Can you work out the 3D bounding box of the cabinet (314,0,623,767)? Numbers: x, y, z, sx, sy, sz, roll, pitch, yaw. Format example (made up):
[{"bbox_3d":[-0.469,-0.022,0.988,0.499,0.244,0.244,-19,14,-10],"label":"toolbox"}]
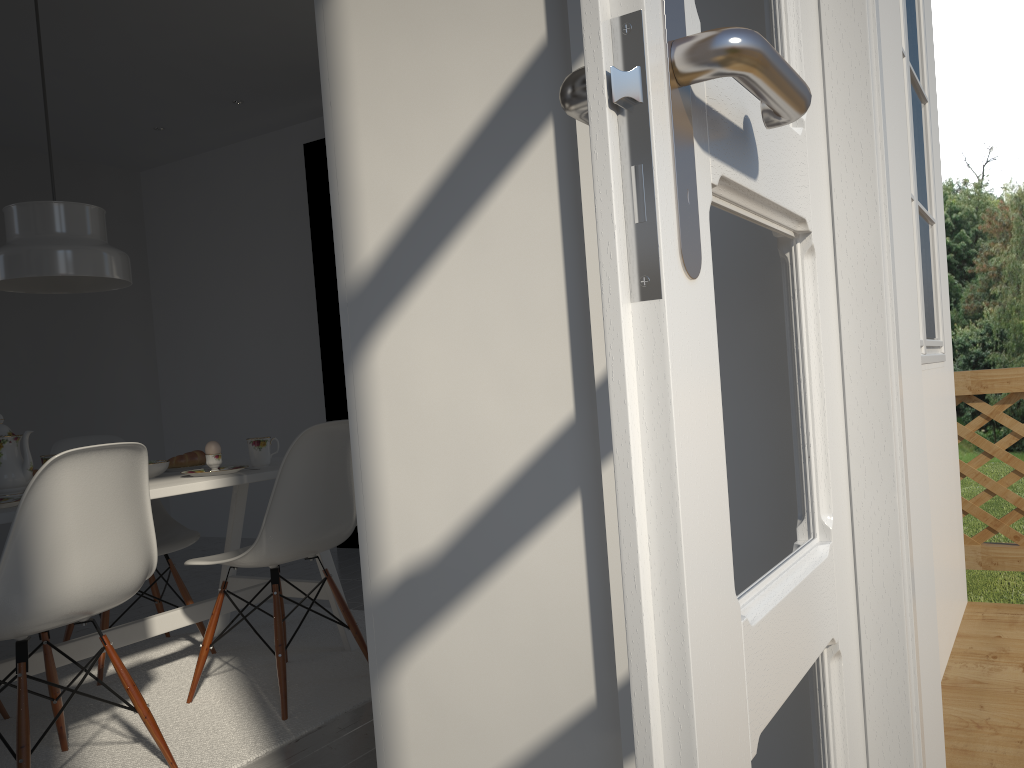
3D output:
[{"bbox_3d":[0.265,-0.204,2.031,0.513,2.099,1.375,-3,2,31],"label":"cabinet"}]

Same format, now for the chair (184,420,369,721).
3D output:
[{"bbox_3d":[-0.682,0.519,2.644,0.543,0.801,0.464,-4,1,31],"label":"chair"}]

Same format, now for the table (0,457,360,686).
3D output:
[{"bbox_3d":[-1.252,0.632,2.552,0.815,0.661,1.822,-4,0,31],"label":"table"}]

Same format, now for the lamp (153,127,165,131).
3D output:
[{"bbox_3d":[-2.118,-1.541,5.315,0.064,0.030,0.064,-4,0,19],"label":"lamp"}]

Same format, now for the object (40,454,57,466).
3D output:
[{"bbox_3d":[-1.439,0.270,2.792,0.078,0.095,0.091,-5,1,-22],"label":"object"}]

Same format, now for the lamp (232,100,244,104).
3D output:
[{"bbox_3d":[-1.535,-1.588,4.957,0.064,0.030,0.064,-4,0,19],"label":"lamp"}]

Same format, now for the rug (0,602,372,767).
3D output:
[{"bbox_3d":[-1.203,0.962,2.600,1.428,0.004,2.305,-5,0,31],"label":"rug"}]

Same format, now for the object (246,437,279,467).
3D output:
[{"bbox_3d":[-0.820,0.223,2.900,0.091,0.095,0.078,-4,1,18],"label":"object"}]

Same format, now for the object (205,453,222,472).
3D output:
[{"bbox_3d":[-0.912,0.242,2.715,0.048,0.057,0.048,-5,1,-18],"label":"object"}]

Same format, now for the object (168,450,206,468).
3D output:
[{"bbox_3d":[-1.105,0.256,3.016,0.124,0.058,0.161,-4,0,-4],"label":"object"}]

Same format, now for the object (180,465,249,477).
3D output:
[{"bbox_3d":[-0.910,0.268,2.715,0.200,0.016,0.201,-4,0,-14],"label":"object"}]

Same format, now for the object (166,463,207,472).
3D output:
[{"bbox_3d":[-1.119,0.287,3.024,0.158,0.016,0.158,-4,0,1],"label":"object"}]

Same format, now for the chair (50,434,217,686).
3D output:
[{"bbox_3d":[-1.378,0.576,3.131,0.464,0.801,0.543,-6,2,-44],"label":"chair"}]

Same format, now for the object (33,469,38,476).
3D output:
[{"bbox_3d":[-1.450,0.280,2.611,0.160,0.058,0.124,-4,0,-44],"label":"object"}]

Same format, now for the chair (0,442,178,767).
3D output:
[{"bbox_3d":[-1.065,0.545,2.012,0.543,0.801,0.464,-4,1,26],"label":"chair"}]

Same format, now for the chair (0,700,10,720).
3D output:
[{"bbox_3d":[-1.788,0.603,2.471,0.543,0.801,0.464,-4,1,21],"label":"chair"}]

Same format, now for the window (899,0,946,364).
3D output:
[{"bbox_3d":[1.275,-0.819,2.961,0.116,1.565,1.283,-3,1,31],"label":"window"}]

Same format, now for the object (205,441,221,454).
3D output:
[{"bbox_3d":[-0.915,0.204,2.713,0.048,0.063,0.048,-4,1,36],"label":"object"}]

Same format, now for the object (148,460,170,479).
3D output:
[{"bbox_3d":[-1.146,0.266,2.752,0.158,0.058,0.158,-4,0,21],"label":"object"}]

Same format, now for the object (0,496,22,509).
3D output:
[{"bbox_3d":[-1.262,0.292,2.136,0.201,0.016,0.200,-5,0,36],"label":"object"}]

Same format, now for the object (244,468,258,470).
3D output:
[{"bbox_3d":[-0.849,0.267,2.811,0.140,0.011,0.032,-5,0,28],"label":"object"}]

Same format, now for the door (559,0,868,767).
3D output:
[{"bbox_3d":[0.211,-0.324,0.817,0.157,2.329,0.601,-3,2,31],"label":"door"}]

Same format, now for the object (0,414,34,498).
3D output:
[{"bbox_3d":[-1.390,0.196,2.411,0.140,0.230,0.149,-5,2,-41],"label":"object"}]

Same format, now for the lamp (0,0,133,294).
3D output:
[{"bbox_3d":[-1.350,-0.945,2.539,0.373,1.324,0.373,-5,2,-27],"label":"lamp"}]
